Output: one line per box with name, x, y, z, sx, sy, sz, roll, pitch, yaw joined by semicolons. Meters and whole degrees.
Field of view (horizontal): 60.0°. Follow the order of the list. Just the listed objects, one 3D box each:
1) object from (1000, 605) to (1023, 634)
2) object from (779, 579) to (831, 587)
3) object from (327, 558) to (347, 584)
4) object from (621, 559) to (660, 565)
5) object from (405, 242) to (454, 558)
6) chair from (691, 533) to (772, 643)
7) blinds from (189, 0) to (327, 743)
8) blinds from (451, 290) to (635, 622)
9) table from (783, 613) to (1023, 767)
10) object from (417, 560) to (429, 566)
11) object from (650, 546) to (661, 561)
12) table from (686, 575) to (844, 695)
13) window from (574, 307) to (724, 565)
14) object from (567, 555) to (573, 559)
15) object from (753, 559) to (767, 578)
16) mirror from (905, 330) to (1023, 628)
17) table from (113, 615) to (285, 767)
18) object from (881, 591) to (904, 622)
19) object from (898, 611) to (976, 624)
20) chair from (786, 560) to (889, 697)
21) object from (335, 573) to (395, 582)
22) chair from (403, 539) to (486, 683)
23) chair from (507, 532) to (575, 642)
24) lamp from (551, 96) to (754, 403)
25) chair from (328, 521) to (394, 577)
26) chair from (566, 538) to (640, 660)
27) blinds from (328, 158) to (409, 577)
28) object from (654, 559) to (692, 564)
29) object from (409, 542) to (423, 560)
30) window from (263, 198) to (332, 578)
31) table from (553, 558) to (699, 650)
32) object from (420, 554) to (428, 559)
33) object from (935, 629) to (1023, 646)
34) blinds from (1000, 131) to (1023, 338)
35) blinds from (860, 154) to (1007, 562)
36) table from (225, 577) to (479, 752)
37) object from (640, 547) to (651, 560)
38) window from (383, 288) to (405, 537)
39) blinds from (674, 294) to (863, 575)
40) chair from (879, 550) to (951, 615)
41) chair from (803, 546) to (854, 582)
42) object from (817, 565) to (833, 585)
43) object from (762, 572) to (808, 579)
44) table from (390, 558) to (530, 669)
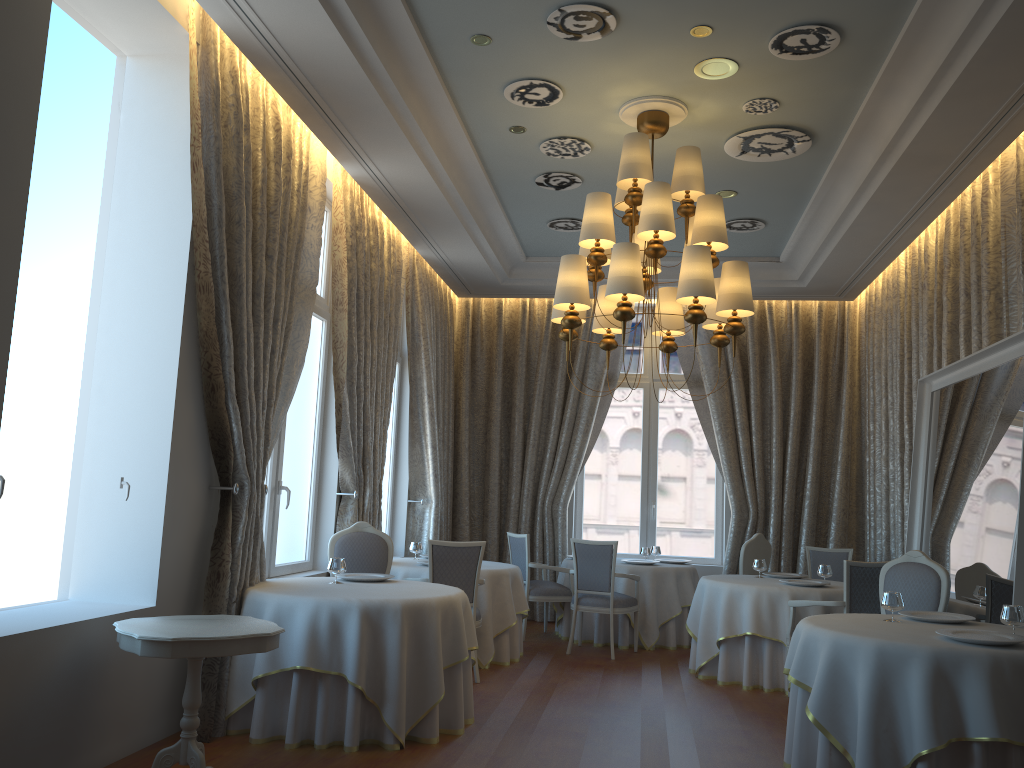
object;2.636;1.249;4.657;0.128;0.165;0.128;1;-8;9
object;2.501;1.700;7.572;0.419;0.036;0.419;2;-8;7
object;-1.184;1.262;5.993;0.128;0.165;0.128;4;-8;-9
object;1.377;1.912;9.517;0.419;0.036;0.419;2;-8;7
object;-0.932;0.431;10.369;0.386;4.901;2.121;1;-8;9
chair;2.311;2.172;9.312;0.563;1.233;0.690;9;-10;-41
blinds;-1.688;-0.259;5.834;0.315;4.930;2.204;1;-8;9
blinds;0.253;0.555;11.247;2.535;4.901;0.386;1;-8;9
table;2.349;1.795;4.842;1.663;0.890;1.667;3;-8;-2
object;-0.649;1.617;7.985;0.419;0.036;0.419;2;-8;7
object;1.658;1.956;10.233;0.128;0.165;0.128;1;-8;9
table;2.419;2.209;7.902;1.663;0.890;1.667;-1;-8;22
window;1.779;0.612;11.432;1.881;3.306;0.196;1;-8;9
object;0.817;1.938;9.894;0.419;0.036;0.419;2;-8;7
object;2.308;1.719;8.258;0.128;0.165;0.128;1;-8;9
mirror;3.221;1.075;6.312;0.385;2.564;2.251;1;-8;9
table;-1.555;1.584;4.314;0.761;0.801;0.760;9;-10;-41
object;2.226;1.303;5.188;0.128;0.165;0.128;-4;-10;38
object;2.537;1.396;5.301;0.419;0.036;0.419;2;-8;7
chair;2.590;1.922;6.932;0.650;1.108;0.629;5;-8;-21
object;-1.042;1.370;6.275;0.419;0.036;0.419;2;-8;7
chair;-0.551;1.837;7.325;0.650;1.108;0.629;5;-8;-16
chair;0.294;2.185;9.642;0.629;1.108;0.650;6;-9;-26
lamp;0.991;-0.960;6.369;1.373;2.121;1.373;10;-11;-43
chair;-1.125;1.665;6.656;0.563;1.233;0.690;5;-8;-16
chair;0.887;2.100;8.816;0.650;1.108;0.629;-1;-8;24
blinds;-1.309;0.082;8.240;0.335;4.969;2.257;1;-8;9
object;1.802;1.986;9.932;0.419;0.036;0.419;2;-8;7
object;-0.944;1.637;8.709;0.128;0.165;0.128;1;-8;9
window;-1.774;-0.130;7.067;0.259;3.306;1.882;1;-8;8
table;1.306;2.429;9.901;1.667;0.890;1.663;-1;-9;27
object;-0.718;1.738;8.907;0.419;0.036;0.419;2;-8;7
object;2.360;1.275;4.455;0.419;0.036;0.419;2;-8;7
blinds;3.264;-0.267;4.280;0.238;4.819;4.439;1;-8;9
blinds;3.897;0.336;8.564;0.238;4.819;4.439;1;-8;9
table;-1.053;1.775;5.802;1.663;0.890;1.667;3;-8;-2
object;1.479;1.895;9.834;0.128;0.165;0.128;1;-8;9
window;-1.459;0.200;9.423;0.196;3.306;1.881;1;-8;9
blinds;3.095;0.621;10.812;2.476;4.901;0.386;1;-8;9
chair;2.442;1.702;5.771;0.690;1.233;0.563;7;-9;-31
chair;3.178;2.225;9.001;0.650;1.108;0.629;-2;-9;28
object;2.752;1.677;7.801;0.128;0.165;0.128;1;-8;9
object;2.581;1.812;8.381;0.419;0.036;0.419;2;-8;7
table;-0.664;2.139;8.387;1.667;0.890;1.663;2;-8;2
